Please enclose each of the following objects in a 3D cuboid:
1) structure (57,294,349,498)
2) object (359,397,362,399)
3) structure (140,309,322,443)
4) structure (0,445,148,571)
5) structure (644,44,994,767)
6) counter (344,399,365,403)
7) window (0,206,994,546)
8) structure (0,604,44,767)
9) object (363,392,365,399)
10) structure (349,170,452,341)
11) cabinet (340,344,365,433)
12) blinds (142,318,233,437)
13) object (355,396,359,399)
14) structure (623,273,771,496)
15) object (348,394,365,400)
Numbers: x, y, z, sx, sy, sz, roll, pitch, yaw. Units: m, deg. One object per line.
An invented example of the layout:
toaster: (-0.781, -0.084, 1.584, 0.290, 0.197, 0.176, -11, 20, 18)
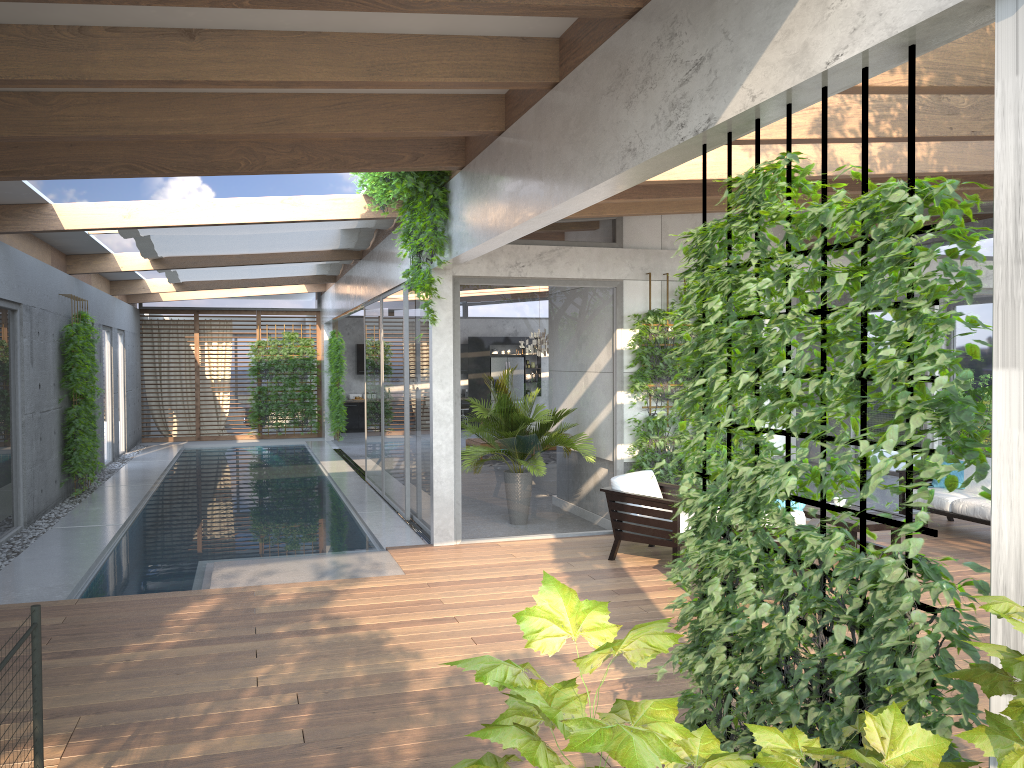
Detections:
structure: (-4.989, 0.030, 16.539, 2.739, 2.687, 10.282, 0, 1, 0)
object: (-3.963, 0.364, 23.113, 0.072, 0.057, 0.083, -2, 2, -41)
structure: (-6.728, -0.210, 21.054, 4.313, 3.079, 0.085, -1, 2, -17)
structure: (-6.291, 1.534, 13.037, 0.477, 0.068, 13.673, -1, 2, -17)
structure: (0.981, 0.349, 3.125, 0.500, 2.687, 1.807, -1, 2, -16)
counter: (-3.005, 0.423, 23.543, 3.805, 0.061, 0.607, -1, 2, -17)
window: (-0.230, -0.471, 16.990, 14.294, 3.764, 23.280, -1, 2, -17)
structure: (5.935, 1.233, 9.903, 15.587, 3.022, 31.708, 0, 2, 24)
object: (-3.761, 0.297, 23.532, 0.405, 0.200, 0.147, -1, 2, -15)
structure: (-1.040, -1.417, 8.440, 0.918, 2.054, 1.822, -1, 2, -19)
cabinet: (-2.013, -0.022, 23.852, 5.901, 2.502, 0.709, -1, 2, -18)
blinds: (-7.690, -0.120, 21.137, 2.087, 2.898, 0.692, -1, 2, -13)
object: (-4.034, 0.352, 23.068, 0.090, 0.087, 0.086, -2, 2, -39)
structure: (2.015, 0.171, 9.397, 1.851, 2.669, 0.500, -1, 2, -16)
object: (-4.056, 0.339, 23.245, 0.381, 0.134, 0.590, -1, 2, -28)
